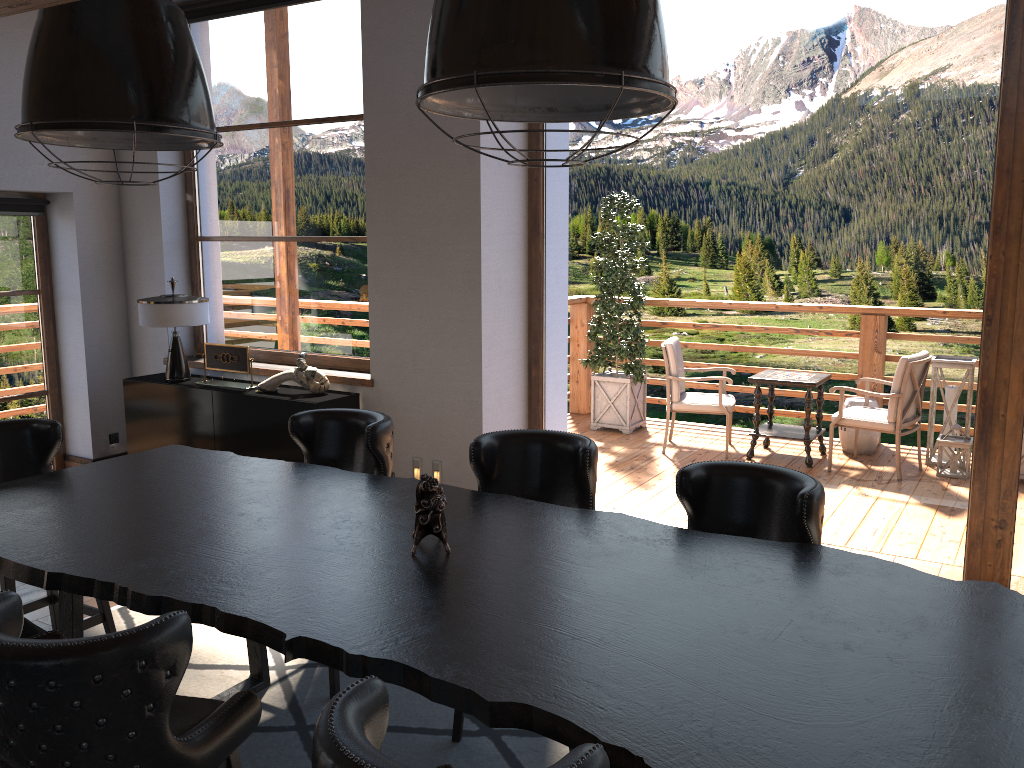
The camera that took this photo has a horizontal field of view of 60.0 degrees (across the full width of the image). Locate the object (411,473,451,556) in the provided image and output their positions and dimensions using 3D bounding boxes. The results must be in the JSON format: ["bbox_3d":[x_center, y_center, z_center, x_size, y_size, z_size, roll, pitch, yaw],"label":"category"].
[{"bbox_3d":[-0.247,0.372,2.672,0.116,0.253,0.221,-1,9,-6],"label":"object"}]

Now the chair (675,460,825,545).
[{"bbox_3d":[0.731,0.847,2.934,0.498,1.090,0.575,7,11,39],"label":"chair"}]

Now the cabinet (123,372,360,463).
[{"bbox_3d":[-1.890,0.334,6.103,1.848,0.654,0.407,5,10,30],"label":"cabinet"}]

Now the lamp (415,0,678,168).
[{"bbox_3d":[0.076,-2.841,1.790,0.625,4.675,0.619,-2,9,-14],"label":"lamp"}]

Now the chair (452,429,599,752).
[{"bbox_3d":[0.066,0.761,3.396,0.501,1.090,0.572,2,9,15],"label":"chair"}]

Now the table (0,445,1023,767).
[{"bbox_3d":[-0.260,0.976,2.644,3.759,0.948,1.446,5,11,30],"label":"table"}]

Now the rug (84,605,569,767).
[{"bbox_3d":[-0.015,1.460,2.499,5.576,0.047,2.582,6,11,30],"label":"rug"}]

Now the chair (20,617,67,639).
[{"bbox_3d":[-1.559,0.922,2.465,0.498,1.090,0.575,7,11,39],"label":"chair"}]

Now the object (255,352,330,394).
[{"bbox_3d":[-1.432,-0.071,5.757,0.500,0.262,0.180,0,9,-1],"label":"object"}]

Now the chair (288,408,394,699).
[{"bbox_3d":[-0.781,0.688,3.832,0.499,1.090,0.575,5,10,30],"label":"chair"}]

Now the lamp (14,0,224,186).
[{"bbox_3d":[-1.282,-2.972,2.581,0.625,4.675,0.619,-2,9,-14],"label":"lamp"}]

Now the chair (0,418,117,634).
[{"bbox_3d":[-2.008,0.723,3.617,0.563,1.090,0.510,5,10,29],"label":"chair"}]

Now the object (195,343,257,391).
[{"bbox_3d":[-1.925,-0.125,5.999,0.495,0.287,0.152,5,10,30],"label":"object"}]

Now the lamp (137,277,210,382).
[{"bbox_3d":[-2.367,-0.385,6.235,0.465,0.724,0.476,7,11,39],"label":"lamp"}]

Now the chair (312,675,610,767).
[{"bbox_3d":[-0.047,1.061,1.565,0.499,1.090,0.575,5,10,30],"label":"chair"}]

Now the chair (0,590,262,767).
[{"bbox_3d":[-0.894,0.989,2.001,0.501,1.090,0.572,2,9,15],"label":"chair"}]
